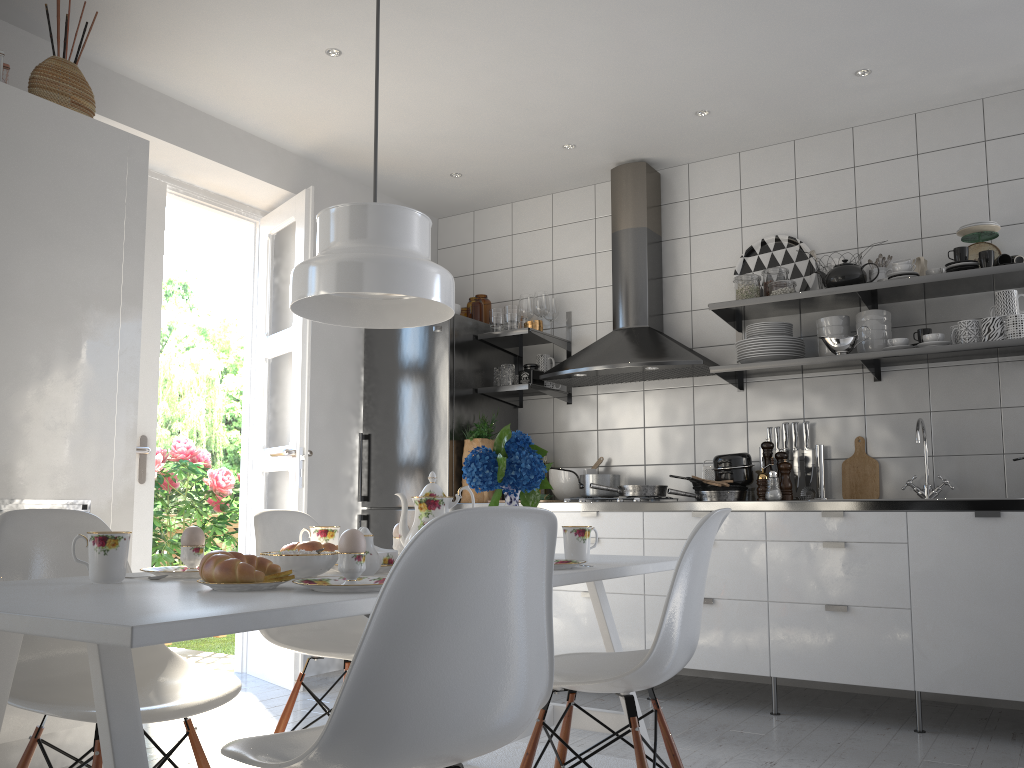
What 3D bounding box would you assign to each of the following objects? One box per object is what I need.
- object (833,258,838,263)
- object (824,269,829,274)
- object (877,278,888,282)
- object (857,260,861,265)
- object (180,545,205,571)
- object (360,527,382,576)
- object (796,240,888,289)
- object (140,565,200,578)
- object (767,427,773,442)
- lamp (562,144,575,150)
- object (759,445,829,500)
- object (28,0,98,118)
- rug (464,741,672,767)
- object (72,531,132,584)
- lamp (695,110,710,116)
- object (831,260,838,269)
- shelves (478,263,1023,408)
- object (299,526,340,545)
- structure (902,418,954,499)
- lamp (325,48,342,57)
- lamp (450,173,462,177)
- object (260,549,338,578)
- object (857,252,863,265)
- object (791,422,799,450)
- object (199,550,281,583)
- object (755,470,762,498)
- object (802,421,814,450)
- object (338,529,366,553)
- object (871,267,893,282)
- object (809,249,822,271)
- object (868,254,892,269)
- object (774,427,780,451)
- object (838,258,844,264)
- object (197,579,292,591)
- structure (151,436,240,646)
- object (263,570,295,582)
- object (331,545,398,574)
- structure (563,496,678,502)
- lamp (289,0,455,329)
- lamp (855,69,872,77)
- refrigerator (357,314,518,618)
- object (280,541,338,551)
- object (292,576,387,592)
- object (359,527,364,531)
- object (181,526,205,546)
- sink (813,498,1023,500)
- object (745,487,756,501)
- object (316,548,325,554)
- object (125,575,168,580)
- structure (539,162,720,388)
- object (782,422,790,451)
[{"bbox_3d":[1.484,-0.471,4.048,0.029,0.231,0.063,-2,-7,20],"label":"object"},{"bbox_3d":[1.441,-0.449,4.030,0.023,0.185,0.081,-1,-6,6],"label":"object"},{"bbox_3d":[1.590,-0.418,3.753,0.079,0.047,0.083,-1,-8,7],"label":"object"},{"bbox_3d":[1.507,-0.461,3.934,0.090,0.180,0.023,-1,-6,5],"label":"object"},{"bbox_3d":[-0.666,0.365,1.847,0.048,0.057,0.048,2,-7,-17],"label":"object"},{"bbox_3d":[-0.290,0.333,1.745,0.069,0.101,0.065,-4,-8,32],"label":"object"},{"bbox_3d":[1.481,-0.502,3.977,0.378,0.278,0.199,-2,-7,15],"label":"object"},{"bbox_3d":[-0.667,0.391,1.844,0.201,0.016,0.202,2,-8,-12],"label":"object"},{"bbox_3d":[1.208,0.258,4.146,0.028,0.114,0.019,-3,-7,28],"label":"object"},{"bbox_3d":[0.279,-1.173,4.341,0.064,0.030,0.064,-4,-9,25],"label":"lamp"},{"bbox_3d":[1.288,0.416,4.078,0.322,0.259,0.067,-5,-8,32],"label":"object"},{"bbox_3d":[-1.489,-1.078,2.950,0.091,0.450,0.230,-4,-8,33],"label":"object"},{"bbox_3d":[-0.318,1.073,1.905,1.428,0.004,2.317,-5,-10,32],"label":"rug"},{"bbox_3d":[-0.763,0.326,1.665,0.091,0.095,0.078,-2,-7,19],"label":"object"},{"bbox_3d":[0.855,-1.226,3.976,0.064,0.030,0.064,-4,-9,25],"label":"lamp"},{"bbox_3d":[1.480,-0.467,4.027,0.028,0.219,0.101,0,-6,4],"label":"object"},{"bbox_3d":[0.993,-0.241,4.149,2.543,0.510,0.428,-5,-9,32],"label":"shelves"},{"bbox_3d":[-0.481,0.410,2.253,0.078,0.095,0.091,-4,-8,31],"label":"object"},{"bbox_3d":[1.747,0.321,3.692,0.189,0.351,0.275,-1,-7,9],"label":"structure"},{"bbox_3d":[-0.695,-1.300,3.449,0.064,0.030,0.064,-4,-9,25],"label":"lamp"},{"bbox_3d":[-0.298,-1.120,4.705,0.064,0.030,0.064,-4,-9,25],"label":"lamp"},{"bbox_3d":[-0.432,0.364,1.805,0.158,0.058,0.159,-3,-9,22],"label":"object"},{"bbox_3d":[1.531,-0.479,3.972,0.086,0.225,0.027,-2,-6,15],"label":"object"},{"bbox_3d":[1.306,0.240,4.084,0.033,0.131,0.022,-5,-8,37],"label":"object"},{"bbox_3d":[-0.479,0.319,1.544,0.124,0.057,0.161,0,-8,-3],"label":"object"},{"bbox_3d":[1.177,0.464,4.031,0.116,0.144,0.128,2,-7,-19],"label":"object"},{"bbox_3d":[1.354,0.236,4.053,0.046,0.131,0.022,-5,-8,36],"label":"object"},{"bbox_3d":[-0.276,0.281,1.528,0.048,0.062,0.048,-5,-8,36],"label":"object"},{"bbox_3d":[1.621,-0.441,3.879,0.084,0.129,0.084,-1,-7,11],"label":"object"},{"bbox_3d":[1.393,-0.488,3.977,0.113,0.249,0.021,-5,-8,37],"label":"object"},{"bbox_3d":[1.621,-0.481,3.896,0.105,0.202,0.077,-4,-7,30],"label":"object"},{"bbox_3d":[1.238,0.255,4.127,0.028,0.114,0.019,-3,-7,28],"label":"object"},{"bbox_3d":[1.508,-0.472,4.025,0.025,0.226,0.086,0,-6,2],"label":"object"},{"bbox_3d":[-0.463,0.347,1.534,0.158,0.016,0.158,0,-8,2],"label":"object"},{"bbox_3d":[-2.175,0.972,5.655,1.263,1.275,1.179,-5,-8,33],"label":"structure"},{"bbox_3d":[-0.429,0.337,1.530,0.109,0.036,0.071,1,-8,-9],"label":"object"},{"bbox_3d":[-0.322,0.373,1.958,0.187,0.083,0.141,-5,-9,32],"label":"object"},{"bbox_3d":[0.516,0.552,4.224,0.468,0.028,0.492,-5,-10,32],"label":"structure"},{"bbox_3d":[-0.319,-0.820,2.104,0.373,1.317,0.374,3,-7,-26],"label":"lamp"},{"bbox_3d":[1.432,-1.279,3.612,0.064,0.030,0.064,-4,-9,25],"label":"lamp"},{"bbox_3d":[-0.395,0.584,4.786,0.577,1.793,0.696,-4,-7,32],"label":"refrigerator"},{"bbox_3d":[-0.467,0.395,2.073,0.161,0.057,0.124,0,-8,-3],"label":"object"},{"bbox_3d":[-0.275,0.344,1.521,0.201,0.016,0.201,7,-11,-42],"label":"object"},{"bbox_3d":[-0.306,0.343,1.810,0.069,0.101,0.065,-4,-8,32],"label":"object"},{"bbox_3d":[-0.666,0.328,1.851,0.048,0.062,0.048,-5,-8,36],"label":"object"},{"bbox_3d":[1.610,0.513,3.506,0.766,0.111,0.489,-5,-10,32],"label":"sink"},{"bbox_3d":[1.097,0.513,4.100,0.066,0.067,0.053,1,-7,-7],"label":"object"},{"bbox_3d":[-0.387,0.341,1.770,0.031,0.032,0.138,2,-8,-13],"label":"object"},{"bbox_3d":[-0.729,0.380,1.750,0.140,0.011,0.032,-5,-9,29],"label":"object"},{"bbox_3d":[0.569,-0.579,4.428,0.869,1.088,0.473,-4,-8,32],"label":"structure"},{"bbox_3d":[1.270,0.244,4.107,0.033,0.131,0.022,-5,-8,37],"label":"object"}]
